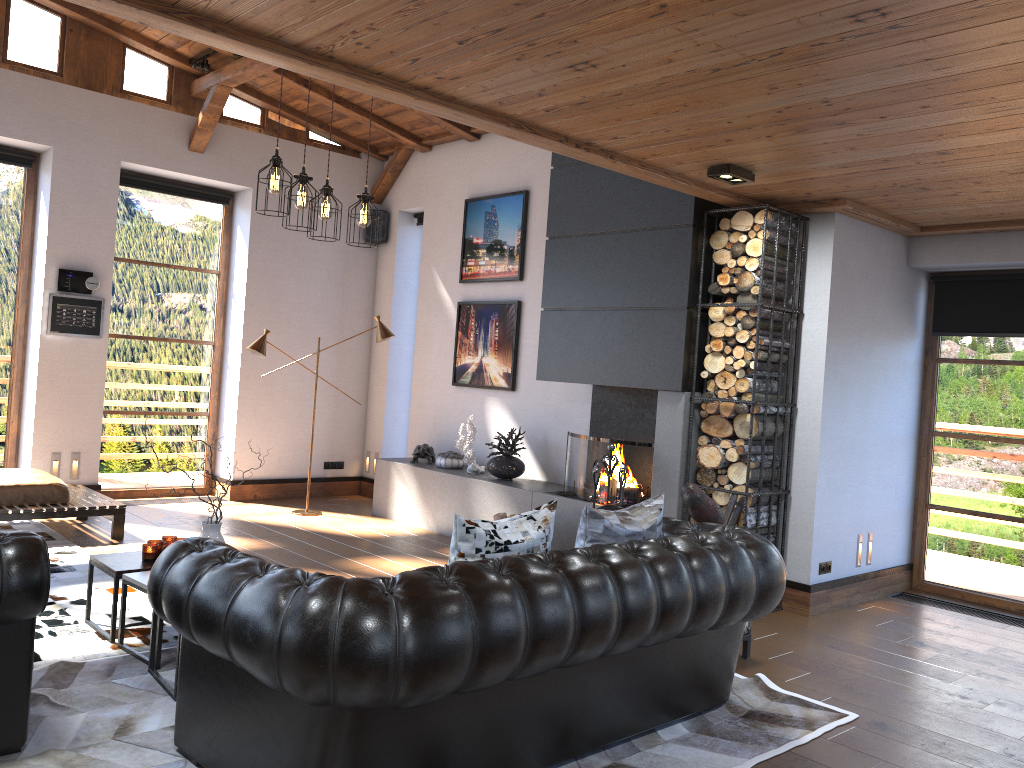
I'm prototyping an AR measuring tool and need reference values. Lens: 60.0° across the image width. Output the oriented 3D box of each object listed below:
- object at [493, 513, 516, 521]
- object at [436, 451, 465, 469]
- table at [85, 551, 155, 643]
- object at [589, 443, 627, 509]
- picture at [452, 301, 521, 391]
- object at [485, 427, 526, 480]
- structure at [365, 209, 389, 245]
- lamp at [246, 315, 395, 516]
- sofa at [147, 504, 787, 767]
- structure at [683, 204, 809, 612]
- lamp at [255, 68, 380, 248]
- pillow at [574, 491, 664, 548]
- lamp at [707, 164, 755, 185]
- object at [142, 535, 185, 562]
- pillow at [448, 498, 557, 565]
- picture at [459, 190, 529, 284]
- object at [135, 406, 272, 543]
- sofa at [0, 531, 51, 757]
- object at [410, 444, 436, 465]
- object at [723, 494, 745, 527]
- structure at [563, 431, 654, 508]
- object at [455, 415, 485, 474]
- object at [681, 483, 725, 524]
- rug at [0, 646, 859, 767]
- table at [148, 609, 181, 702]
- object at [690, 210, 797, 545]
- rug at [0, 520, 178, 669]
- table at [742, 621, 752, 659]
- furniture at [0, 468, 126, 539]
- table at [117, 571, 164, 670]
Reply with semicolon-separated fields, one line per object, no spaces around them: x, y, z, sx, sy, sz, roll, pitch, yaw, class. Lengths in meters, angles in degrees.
-0.006;1.158;6.611;0.386;0.431;0.381;4;0;-16;object
-0.567;0.694;8.159;0.262;0.160;0.278;4;1;-40;object
-1.814;1.080;4.642;0.658;0.350;0.395;4;1;-43;table
0.645;0.913;6.058;0.307;1.017;0.308;4;0;3;object
-0.253;-0.366;8.275;0.036;0.816;0.869;4;0;-43;picture
-0.043;0.586;7.561;0.336;0.455;0.339;4;0;-17;object
-1.460;-1.698;9.576;0.216;0.349;0.211;4;0;-43;structure
-1.829;0.268;8.225;1.333;1.899;0.523;4;0;-22;lamp
0.027;0.987;3.550;2.596;0.838;1.225;3;1;-43;sofa
1.536;0.173;5.903;0.518;2.617;0.496;4;0;-43;structure
-1.023;-1.915;4.935;0.258;2.202;0.812;4;0;39;lamp
0.441;0.701;3.846;0.534;0.469;0.280;4;0;-40;pillow
1.249;-1.199;5.048;0.264;0.068;0.153;3;1;-43;lamp
-1.785;0.866;4.655;0.247;0.081;0.302;4;1;-4;object
-0.064;0.671;3.380;0.534;0.469;0.280;4;0;-40;pillow
-0.184;-1.358;8.277;0.036;0.816;0.869;4;0;-43;picture
-1.509;0.525;4.353;0.626;0.808;0.402;4;0;-32;object
-2.844;0.786;3.493;1.254;0.838;2.536;4;1;-43;sofa
-0.845;0.659;8.435;0.226;0.183;0.406;4;1;2;object
1.303;1.081;5.621;0.265;0.795;0.266;4;0;31;object
0.687;0.656;6.593;0.185;0.514;0.971;4;0;-43;structure
-0.379;0.531;7.834;0.257;0.532;0.430;4;0;16;object
1.032;0.700;4.785;0.248;0.319;0.149;4;0;-2;object
-0.708;1.329;3.525;4.091;0.053;2.404;3;1;-42;rug
-1.227;1.130;3.984;0.657;0.350;0.396;4;1;-38;table
1.538;0.179;5.914;0.472;2.612;0.488;4;0;-43;object
-3.610;1.105;5.050;2.460;0.053;3.765;3;1;-42;rug
1.024;1.156;4.792;0.422;0.609;0.401;4;0;-43;table
-4.310;0.850;6.131;2.791;0.436;1.162;3;1;-43;furniture
-1.504;1.106;4.340;0.395;0.350;0.658;4;1;42;table
